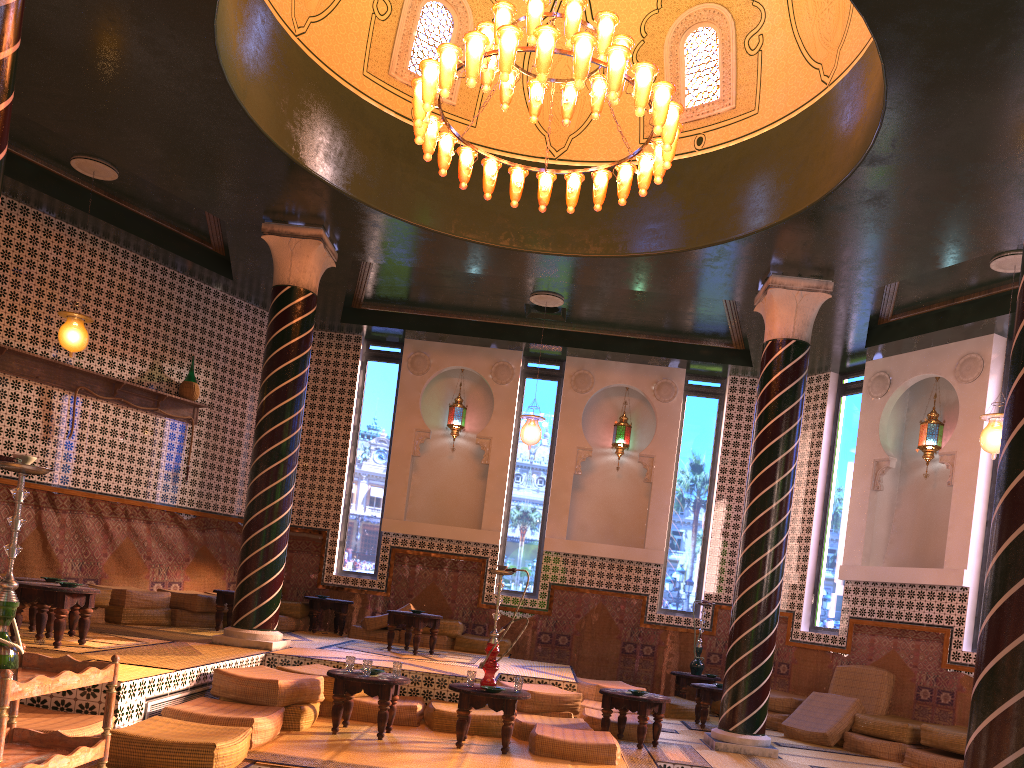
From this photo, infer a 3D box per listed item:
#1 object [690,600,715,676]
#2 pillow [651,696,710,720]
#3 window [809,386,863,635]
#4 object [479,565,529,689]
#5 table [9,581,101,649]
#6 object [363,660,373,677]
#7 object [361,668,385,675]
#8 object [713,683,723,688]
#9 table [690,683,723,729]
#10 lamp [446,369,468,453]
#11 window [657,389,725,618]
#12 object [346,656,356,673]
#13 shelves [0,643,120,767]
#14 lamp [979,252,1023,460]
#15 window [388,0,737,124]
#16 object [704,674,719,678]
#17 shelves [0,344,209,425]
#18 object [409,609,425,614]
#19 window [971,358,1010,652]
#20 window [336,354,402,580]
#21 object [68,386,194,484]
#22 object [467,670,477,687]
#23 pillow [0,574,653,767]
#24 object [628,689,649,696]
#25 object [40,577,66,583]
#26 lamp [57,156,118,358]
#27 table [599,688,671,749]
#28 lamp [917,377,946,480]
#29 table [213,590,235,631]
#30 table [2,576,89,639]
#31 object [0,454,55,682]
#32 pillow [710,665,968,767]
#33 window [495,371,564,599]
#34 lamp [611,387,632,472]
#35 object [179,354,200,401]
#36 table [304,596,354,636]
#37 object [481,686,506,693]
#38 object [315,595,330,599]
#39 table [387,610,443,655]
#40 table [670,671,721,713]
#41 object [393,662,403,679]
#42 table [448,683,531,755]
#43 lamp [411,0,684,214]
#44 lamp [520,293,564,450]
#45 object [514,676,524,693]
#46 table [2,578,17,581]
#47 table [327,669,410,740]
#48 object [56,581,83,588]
[{"bbox_3d":[3.096,4.211,14.347,0.297,1.249,0.471,6,-2,39],"label":"object"},{"bbox_3d":[2.514,5.084,13.553,0.990,0.275,0.958,13,-14,-26],"label":"pillow"},{"bbox_3d":[5.317,2.038,13.879,0.092,3.985,0.768,7,-1,-27],"label":"window"},{"bbox_3d":[-0.093,2.457,8.689,0.459,1.248,0.304,6,-1,19],"label":"object"},{"bbox_3d":[-4.610,2.310,8.636,0.836,0.584,0.861,-1,-12,42],"label":"table"},{"bbox_3d":[-1.427,2.802,8.497,0.093,0.162,0.092,8,-4,-19],"label":"object"},{"bbox_3d":[-1.418,2.929,8.773,0.257,0.045,0.251,18,-17,-41],"label":"object"},{"bbox_3d":[3.001,4.329,12.372,0.249,0.045,0.259,3,-14,18],"label":"object"},{"bbox_3d":[2.960,4.663,12.427,0.855,0.584,0.842,13,-11,-32],"label":"table"},{"bbox_3d":[-0.971,0.456,15.464,0.321,1.559,0.366,6,-1,36],"label":"lamp"},{"bbox_3d":[3.147,2.112,15.254,0.773,3.985,0.091,7,0,2],"label":"window"},{"bbox_3d":[-1.633,2.827,8.704,0.094,0.162,0.091,10,-5,-39],"label":"object"},{"bbox_3d":[-2.880,2.166,4.871,0.745,1.280,1.211,7,-7,5],"label":"shelves"},{"bbox_3d":[5.662,-0.274,9.927,0.521,2.310,0.519,7,-1,-8],"label":"lamp"},{"bbox_3d":[0.649,-4.369,8.007,5.727,1.152,5.664,-3,-17,38],"label":"window"},{"bbox_3d":[3.280,4.804,14.199,0.249,0.045,0.259,3,-14,18],"label":"object"},{"bbox_3d":[-6.022,-0.122,11.622,0.253,0.338,4.623,4,-13,33],"label":"shelves"},{"bbox_3d":[-1.414,3.385,12.821,0.249,0.045,0.259,3,-14,18],"label":"object"},{"bbox_3d":[6.642,1.584,11.351,0.092,3.985,0.768,7,-1,-27],"label":"window"},{"bbox_3d":[-2.526,1.489,15.474,0.773,3.985,0.091,7,0,2],"label":"window"},{"bbox_3d":[-5.529,0.784,12.655,0.059,1.036,2.042,7,-9,33],"label":"object"},{"bbox_3d":[-0.411,2.969,8.687,0.092,0.162,0.093,6,-4,5],"label":"object"},{"bbox_3d":[-3.115,3.157,10.369,10.017,1.255,10.207,6,-13,3],"label":"pillow"},{"bbox_3d":[1.453,3.564,9.957,0.252,0.045,0.256,10,-13,-12],"label":"object"},{"bbox_3d":[-4.930,2.108,9.274,0.252,0.045,0.256,10,-13,-12],"label":"object"},{"bbox_3d":[-5.139,-1.461,10.346,0.521,2.310,0.519,7,-1,-8],"label":"lamp"},{"bbox_3d":[1.399,3.900,10.046,0.835,0.584,0.862,0,-12,38],"label":"table"},{"bbox_3d":[6.154,0.626,12.654,0.364,1.559,0.322,7,-1,-24],"label":"lamp"},{"bbox_3d":[-4.052,3.407,12.872,0.835,0.584,0.862,5,-9,9],"label":"table"},{"bbox_3d":[-5.080,2.427,9.349,0.836,0.584,0.861,-1,-12,42],"label":"table"},{"bbox_3d":[-2.790,1.003,4.677,0.461,1.249,0.301,6,-1,11],"label":"object"},{"bbox_3d":[4.859,4.580,12.199,1.427,1.180,5.806,11,-13,-26],"label":"pillow"},{"bbox_3d":[0.311,1.800,15.364,0.773,3.985,0.091,7,0,2],"label":"window"},{"bbox_3d":[1.970,0.785,15.371,0.356,1.559,0.330,6,-1,36],"label":"lamp"},{"bbox_3d":[-4.929,-0.095,13.256,0.299,0.719,0.305,4,-3,44],"label":"object"},{"bbox_3d":[-3.150,3.957,14.702,0.833,0.584,0.864,3,-10,21],"label":"table"},{"bbox_3d":[-0.184,3.002,8.469,0.257,0.045,0.251,18,-17,-41],"label":"object"},{"bbox_3d":[-3.199,3.595,14.568,0.249,0.045,0.259,3,-14,18],"label":"object"},{"bbox_3d":[-1.476,3.700,12.824,0.834,0.584,0.864,4,-10,15],"label":"table"},{"bbox_3d":[3.024,5.136,14.368,0.834,0.584,0.863,5,-10,12],"label":"table"},{"bbox_3d":[-1.157,2.879,8.685,0.093,0.162,0.092,8,-4,-19],"label":"object"},{"bbox_3d":[-0.256,3.367,8.694,0.855,0.584,0.842,13,-11,-32],"label":"table"},{"bbox_3d":[0.544,-4.354,7.880,2.459,4.588,2.512,6,-4,11],"label":"lamp"},{"bbox_3d":[0.392,-0.148,13.047,0.521,2.310,0.519,7,-1,-8],"label":"lamp"},{"bbox_3d":[0.065,3.021,8.668,0.093,0.162,0.092,8,-4,-19],"label":"object"},{"bbox_3d":[-5.435,2.201,8.592,0.836,0.584,0.861,-1,-12,42],"label":"table"},{"bbox_3d":[-1.473,3.221,8.686,0.841,0.584,0.856,8,-9,-6],"label":"table"},{"bbox_3d":[-4.432,2.013,8.636,0.249,0.045,0.259,3,-14,18],"label":"object"}]
